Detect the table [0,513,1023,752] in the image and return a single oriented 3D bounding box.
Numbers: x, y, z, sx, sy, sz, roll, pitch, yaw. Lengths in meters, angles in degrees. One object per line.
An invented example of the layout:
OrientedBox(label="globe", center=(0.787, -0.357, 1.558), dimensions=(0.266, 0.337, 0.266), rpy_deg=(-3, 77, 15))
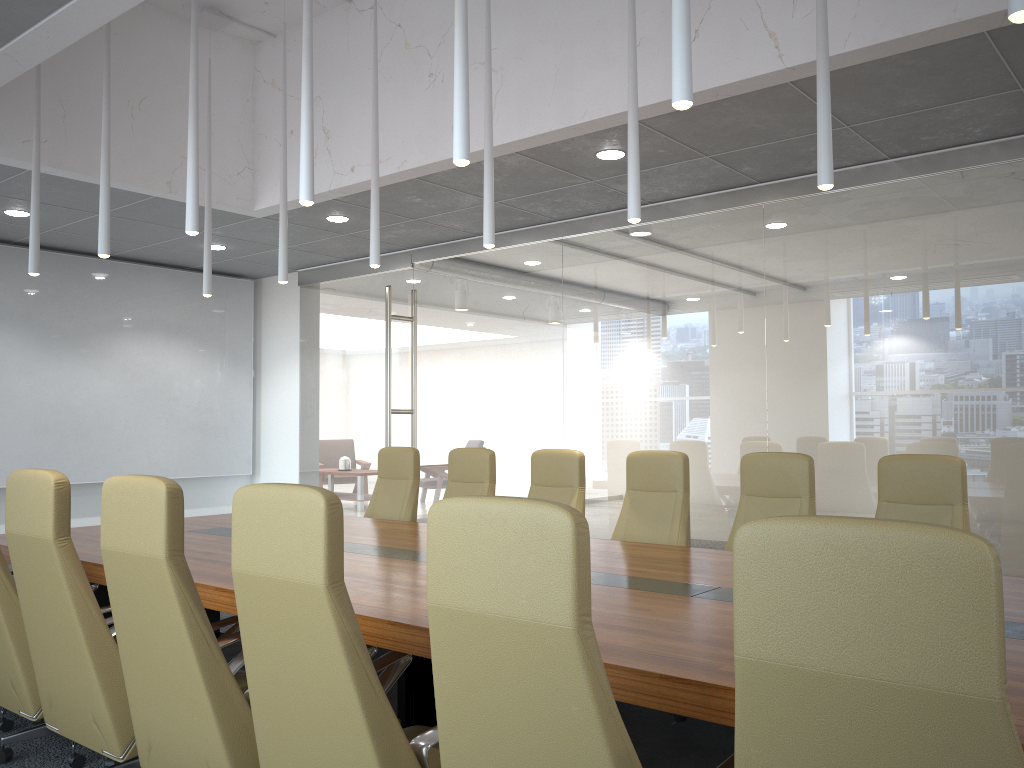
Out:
OrientedBox(label="table", center=(-0.158, 1.326, 4.321), dimensions=(6.500, 0.895, 2.300), rpy_deg=(-3, -4, 39))

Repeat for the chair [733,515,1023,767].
OrientedBox(label="chair", center=(0.868, 0.945, 1.822), dimensions=(0.711, 1.406, 0.955), rpy_deg=(-3, -4, 39))

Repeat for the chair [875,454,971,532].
OrientedBox(label="chair", center=(1.899, 1.060, 4.339), dimensions=(0.711, 1.406, 0.955), rpy_deg=(-3, -4, 39))

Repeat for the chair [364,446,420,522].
OrientedBox(label="chair", center=(-1.197, 1.198, 6.868), dimensions=(0.711, 1.406, 0.955), rpy_deg=(-3, -4, 39))

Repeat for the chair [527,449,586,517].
OrientedBox(label="chair", center=(0.048, 1.142, 5.851), dimensions=(0.711, 1.406, 0.955), rpy_deg=(-3, -4, 39))

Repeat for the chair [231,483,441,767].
OrientedBox(label="chair", center=(-0.366, 1.000, 2.829), dimensions=(0.711, 1.406, 0.955), rpy_deg=(-3, -4, 39))

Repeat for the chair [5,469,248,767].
OrientedBox(label="chair", center=(-1.618, 1.056, 3.852), dimensions=(0.711, 1.406, 0.955), rpy_deg=(-3, -4, 39))

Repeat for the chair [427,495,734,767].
OrientedBox(label="chair", center=(0.261, 0.973, 2.318), dimensions=(0.711, 1.406, 0.955), rpy_deg=(-3, -4, 39))

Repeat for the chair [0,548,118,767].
OrientedBox(label="chair", center=(-2.219, 1.083, 4.343), dimensions=(0.711, 1.406, 0.955), rpy_deg=(-3, -4, 39))

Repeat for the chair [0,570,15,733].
OrientedBox(label="chair", center=(-2.836, 1.111, 4.847), dimensions=(0.711, 1.406, 0.955), rpy_deg=(-3, -4, 39))

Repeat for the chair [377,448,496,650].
OrientedBox(label="chair", center=(-0.578, 1.170, 6.362), dimensions=(0.711, 1.406, 0.955), rpy_deg=(-3, -4, 39))

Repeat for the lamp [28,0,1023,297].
OrientedBox(label="lamp", center=(-0.177, -2.031, 4.482), dimensions=(7.258, 2.378, 2.619), rpy_deg=(-3, -4, 39))

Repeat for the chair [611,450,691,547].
OrientedBox(label="chair", center=(0.664, 1.115, 5.348), dimensions=(0.711, 1.406, 0.955), rpy_deg=(-3, -4, 39))

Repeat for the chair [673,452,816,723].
OrientedBox(label="chair", center=(1.283, 1.087, 4.842), dimensions=(0.711, 1.406, 0.955), rpy_deg=(-3, -4, 39))

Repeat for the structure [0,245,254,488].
OrientedBox(label="structure", center=(-0.136, -0.431, 4.450), dimensions=(13.989, 2.466, 6.600), rpy_deg=(-3, -4, 39))

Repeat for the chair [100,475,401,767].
OrientedBox(label="chair", center=(-0.988, 1.028, 3.338), dimensions=(0.711, 1.406, 0.955), rpy_deg=(-3, -4, 39))
